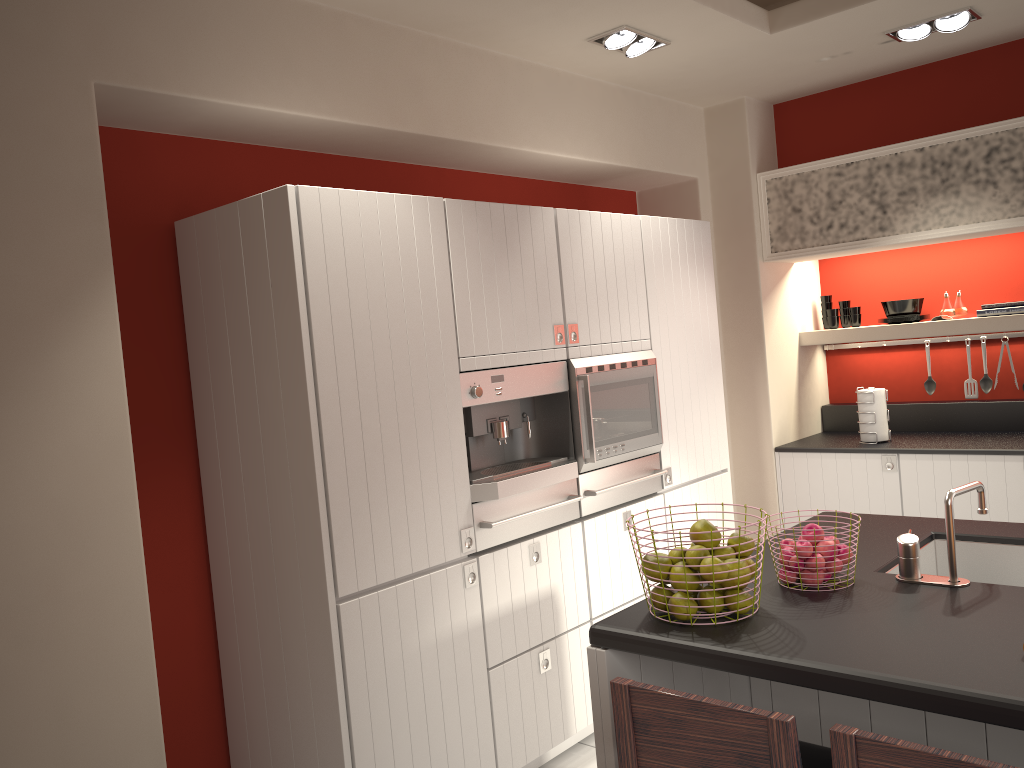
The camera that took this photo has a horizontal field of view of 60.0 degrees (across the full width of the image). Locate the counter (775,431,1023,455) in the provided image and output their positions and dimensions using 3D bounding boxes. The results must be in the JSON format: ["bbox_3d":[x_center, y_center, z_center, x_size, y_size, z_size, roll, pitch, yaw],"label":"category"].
[{"bbox_3d":[2.232,0.316,4.857,1.360,0.026,0.699,-3,3,42],"label":"counter"}]

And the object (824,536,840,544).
[{"bbox_3d":[0.852,0.434,2.383,0.056,0.050,0.055,-6,2,-10],"label":"object"}]

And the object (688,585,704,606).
[{"bbox_3d":[0.459,0.526,2.211,0.053,0.054,0.055,-7,3,-44],"label":"object"}]

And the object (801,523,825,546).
[{"bbox_3d":[0.785,0.393,2.314,0.056,0.058,0.056,-5,2,-3],"label":"object"}]

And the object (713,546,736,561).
[{"bbox_3d":[0.519,0.422,2.173,0.056,0.054,0.057,-5,2,13],"label":"object"}]

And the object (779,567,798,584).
[{"bbox_3d":[0.727,0.502,2.334,0.050,0.049,0.049,-5,2,8],"label":"object"}]

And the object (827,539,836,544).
[{"bbox_3d":[0.834,0.431,2.334,0.041,0.044,0.045,-5,2,12],"label":"object"}]

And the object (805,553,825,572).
[{"bbox_3d":[0.774,0.456,2.262,0.048,0.046,0.048,-5,2,1],"label":"object"}]

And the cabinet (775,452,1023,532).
[{"bbox_3d":[2.277,0.823,4.879,1.361,0.993,0.687,-3,3,42],"label":"cabinet"}]

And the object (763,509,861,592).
[{"bbox_3d":[0.794,0.437,2.334,0.247,0.168,0.248,-4,3,30],"label":"object"}]

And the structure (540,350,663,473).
[{"bbox_3d":[0.394,0.109,3.947,0.332,0.472,0.610,-3,3,42],"label":"structure"}]

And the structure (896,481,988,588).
[{"bbox_3d":[1.107,0.384,2.294,0.183,0.249,0.224,-3,3,42],"label":"structure"}]

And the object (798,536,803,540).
[{"bbox_3d":[0.780,0.422,2.356,0.041,0.044,0.045,-5,2,12],"label":"object"}]

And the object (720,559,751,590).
[{"bbox_3d":[0.531,0.456,2.126,0.082,0.082,0.082,-5,2,9],"label":"object"}]

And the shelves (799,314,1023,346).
[{"bbox_3d":[2.371,-0.315,5.061,1.379,0.083,0.376,-3,3,42],"label":"shelves"}]

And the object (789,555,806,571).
[{"bbox_3d":[0.735,0.462,2.285,0.041,0.041,0.040,-6,2,-11],"label":"object"}]

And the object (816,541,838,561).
[{"bbox_3d":[0.811,0.429,2.284,0.056,0.055,0.051,-7,3,-33],"label":"object"}]

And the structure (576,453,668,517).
[{"bbox_3d":[0.486,0.437,3.908,0.128,0.177,0.618,-3,3,42],"label":"structure"}]

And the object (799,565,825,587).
[{"bbox_3d":[0.776,0.494,2.295,0.062,0.057,0.061,-3,3,42],"label":"object"}]

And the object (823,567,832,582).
[{"bbox_3d":[0.818,0.500,2.328,0.040,0.039,0.039,-5,2,1],"label":"object"}]

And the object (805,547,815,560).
[{"bbox_3d":[0.805,0.455,2.371,0.055,0.056,0.055,-7,3,-38],"label":"object"}]

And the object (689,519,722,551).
[{"bbox_3d":[0.478,0.373,2.193,0.078,0.080,0.078,-3,3,42],"label":"object"}]

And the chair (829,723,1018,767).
[{"bbox_3d":[0.886,1.060,1.563,0.383,1.008,0.474,-3,3,44],"label":"chair"}]

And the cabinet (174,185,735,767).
[{"bbox_3d":[0.016,0.411,3.904,0.716,2.250,2.558,-3,3,42],"label":"cabinet"}]

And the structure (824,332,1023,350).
[{"bbox_3d":[2.491,-0.257,5.177,1.355,0.034,0.054,-3,3,42],"label":"structure"}]

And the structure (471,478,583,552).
[{"bbox_3d":[0.066,0.495,3.441,0.128,0.177,0.618,-3,3,42],"label":"structure"}]

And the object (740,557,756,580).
[{"bbox_3d":[0.570,0.453,2.171,0.057,0.057,0.055,-4,3,34],"label":"object"}]

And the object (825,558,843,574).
[{"bbox_3d":[0.832,0.469,2.294,0.046,0.043,0.046,-6,2,-8],"label":"object"}]

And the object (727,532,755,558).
[{"bbox_3d":[0.567,0.399,2.197,0.067,0.064,0.067,-3,3,43],"label":"object"}]

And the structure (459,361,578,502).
[{"bbox_3d":[-0.079,0.173,3.534,0.453,0.470,0.624,-3,3,42],"label":"structure"}]

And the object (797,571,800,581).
[{"bbox_3d":[0.769,0.497,2.352,0.050,0.049,0.049,-5,2,8],"label":"object"}]

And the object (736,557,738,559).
[{"bbox_3d":[0.554,0.447,2.231,0.066,0.064,0.067,-7,3,-44],"label":"object"}]

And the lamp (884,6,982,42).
[{"bbox_3d":[1.908,-1.642,4.023,0.361,0.109,0.199,-3,3,42],"label":"lamp"}]

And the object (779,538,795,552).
[{"bbox_3d":[0.740,0.438,2.371,0.048,0.049,0.049,-7,3,-40],"label":"object"}]

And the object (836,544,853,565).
[{"bbox_3d":[0.869,0.450,2.338,0.055,0.056,0.055,-7,3,-38],"label":"object"}]

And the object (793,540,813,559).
[{"bbox_3d":[0.745,0.423,2.269,0.048,0.046,0.048,-5,2,-2],"label":"object"}]

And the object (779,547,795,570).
[{"bbox_3d":[0.732,0.459,2.328,0.060,0.059,0.059,-7,3,-36],"label":"object"}]

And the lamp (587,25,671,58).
[{"bbox_3d":[0.514,-1.500,3.873,0.199,0.084,0.361,-3,3,42],"label":"lamp"}]

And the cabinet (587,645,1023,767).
[{"bbox_3d":[1.452,1.034,2.013,2.034,1.011,1.424,-3,3,42],"label":"cabinet"}]

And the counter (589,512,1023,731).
[{"bbox_3d":[1.409,0.504,1.989,2.054,0.050,1.416,-3,3,42],"label":"counter"}]

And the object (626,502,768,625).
[{"bbox_3d":[0.460,0.439,2.181,0.341,0.232,0.341,-6,2,-15],"label":"object"}]

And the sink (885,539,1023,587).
[{"bbox_3d":[1.353,0.618,2.383,0.567,0.258,0.516,-3,3,42],"label":"sink"}]

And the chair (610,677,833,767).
[{"bbox_3d":[0.545,1.078,1.872,0.383,1.008,0.474,-3,3,42],"label":"chair"}]
